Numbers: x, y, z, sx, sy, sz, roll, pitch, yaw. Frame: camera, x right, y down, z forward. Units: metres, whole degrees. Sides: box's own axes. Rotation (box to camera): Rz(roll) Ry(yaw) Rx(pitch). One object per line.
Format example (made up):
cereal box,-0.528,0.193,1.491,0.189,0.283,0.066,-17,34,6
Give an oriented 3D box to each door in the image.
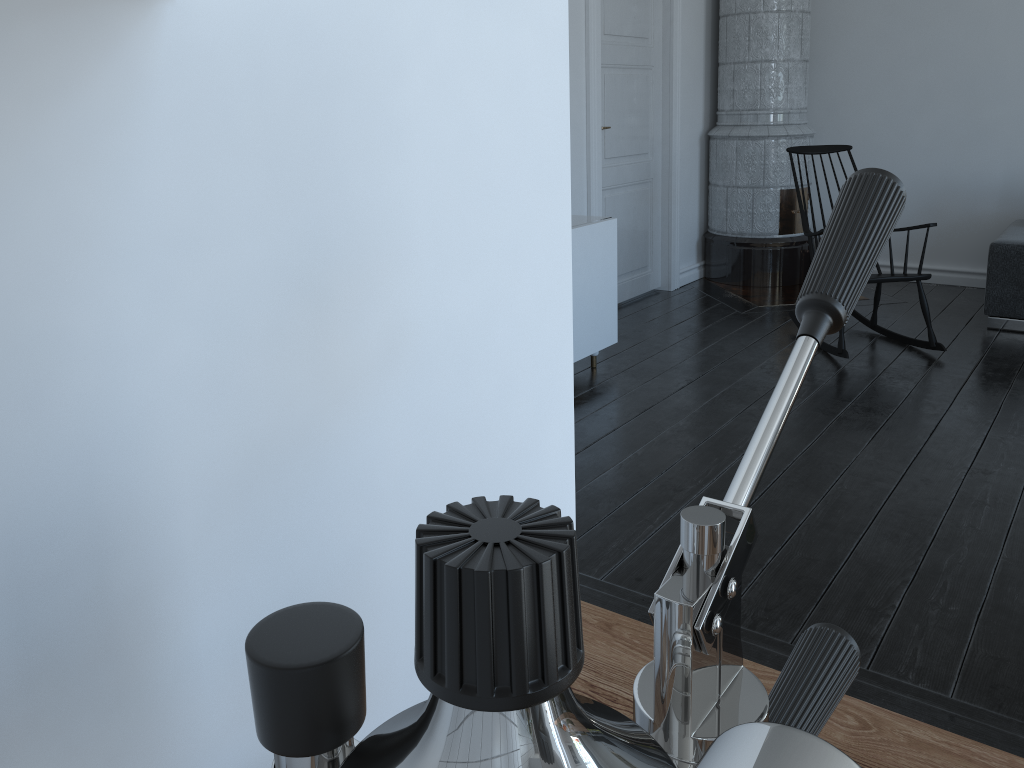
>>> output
door,0.734,-1.699,5.407,0.117,2.416,1.190,7,15,35

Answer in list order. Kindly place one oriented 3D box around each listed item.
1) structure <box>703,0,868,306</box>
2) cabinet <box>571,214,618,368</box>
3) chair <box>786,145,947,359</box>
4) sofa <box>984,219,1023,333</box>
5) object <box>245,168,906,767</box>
structure,1.777,-2.086,5.863,0.779,2.821,1.300,-3,13,-8
cabinet,-0.046,-0.321,3.929,0.594,0.717,1.224,8,19,35
chair,1.780,-0.723,4.604,0.613,0.980,0.929,-4,15,-8
sofa,3.811,-0.589,4.453,2.393,0.705,1.105,11,20,35
object,0.059,0.129,0.279,0.207,0.361,0.360,8,17,35
